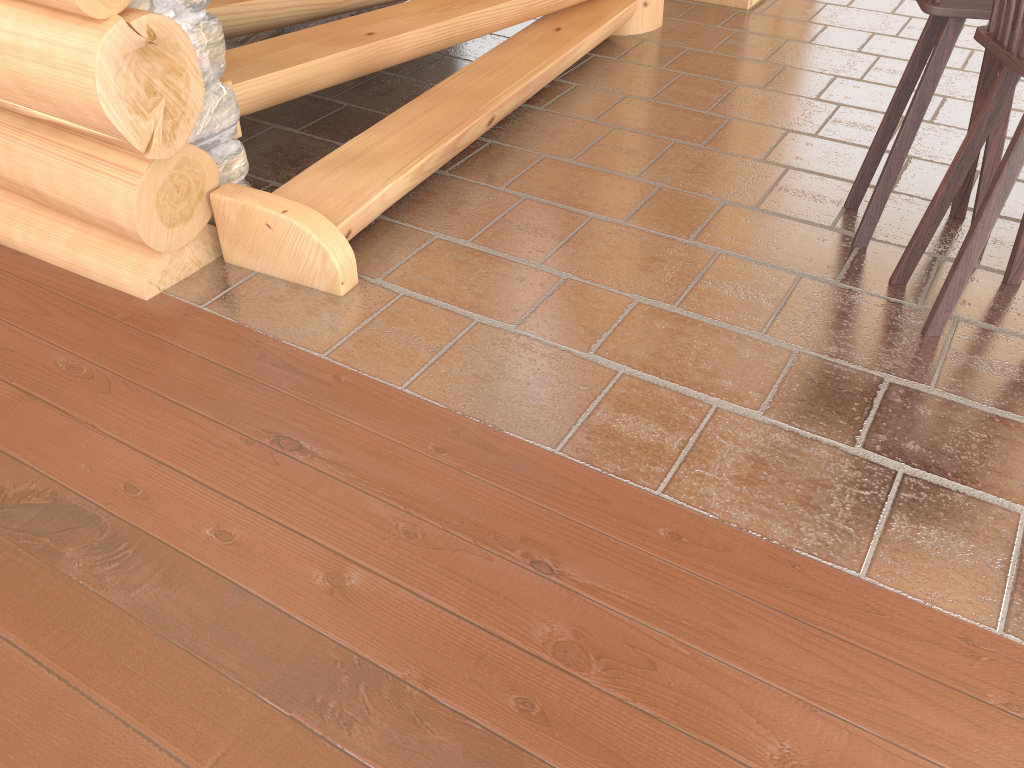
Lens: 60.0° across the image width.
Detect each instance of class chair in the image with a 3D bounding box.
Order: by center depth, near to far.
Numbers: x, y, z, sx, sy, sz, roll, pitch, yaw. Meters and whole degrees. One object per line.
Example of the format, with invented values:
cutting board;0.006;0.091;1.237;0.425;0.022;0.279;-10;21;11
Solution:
chair;1.515;-0.769;2.545;0.504;1.319;0.406;0;39;-1
chair;1.484;-1.097;2.949;0.504;1.319;0.406;7;39;8

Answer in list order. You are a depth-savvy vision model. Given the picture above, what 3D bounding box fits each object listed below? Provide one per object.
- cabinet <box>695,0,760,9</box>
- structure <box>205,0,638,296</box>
cabinet;1.715;-3.842;5.480;0.670;2.403;1.847;21;43;23
structure;-0.686;-2.213;4.061;1.951;1.643;3.604;17;42;19
